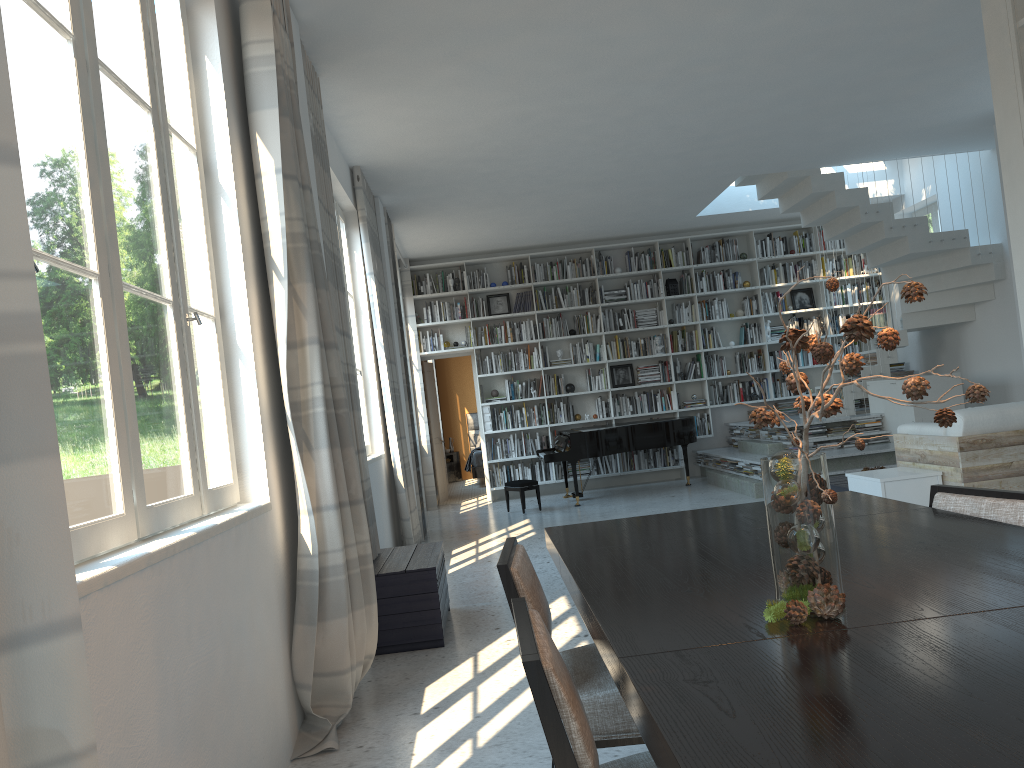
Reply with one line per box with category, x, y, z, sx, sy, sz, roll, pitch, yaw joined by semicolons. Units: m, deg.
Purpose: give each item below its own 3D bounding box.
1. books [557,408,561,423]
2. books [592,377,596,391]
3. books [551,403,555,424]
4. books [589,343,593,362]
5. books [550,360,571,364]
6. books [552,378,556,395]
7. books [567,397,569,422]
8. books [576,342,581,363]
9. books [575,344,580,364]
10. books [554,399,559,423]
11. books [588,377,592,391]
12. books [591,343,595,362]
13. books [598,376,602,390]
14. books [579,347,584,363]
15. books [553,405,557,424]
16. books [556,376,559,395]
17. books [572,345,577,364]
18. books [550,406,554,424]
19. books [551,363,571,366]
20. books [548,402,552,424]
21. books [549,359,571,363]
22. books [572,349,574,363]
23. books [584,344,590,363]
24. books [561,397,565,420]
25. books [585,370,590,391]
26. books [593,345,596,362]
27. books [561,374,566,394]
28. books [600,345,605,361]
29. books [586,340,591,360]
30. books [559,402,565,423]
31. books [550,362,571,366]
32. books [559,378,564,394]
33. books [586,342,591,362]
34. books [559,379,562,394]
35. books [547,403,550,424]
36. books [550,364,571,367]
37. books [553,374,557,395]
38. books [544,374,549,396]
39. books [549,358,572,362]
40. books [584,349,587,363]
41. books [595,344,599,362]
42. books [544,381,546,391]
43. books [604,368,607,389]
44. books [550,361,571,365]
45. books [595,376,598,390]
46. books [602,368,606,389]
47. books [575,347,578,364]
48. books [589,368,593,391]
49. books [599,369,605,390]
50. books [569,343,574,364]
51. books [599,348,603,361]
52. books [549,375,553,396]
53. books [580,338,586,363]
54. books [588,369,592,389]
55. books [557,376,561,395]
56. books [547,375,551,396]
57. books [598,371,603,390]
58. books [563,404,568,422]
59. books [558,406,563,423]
books;0.609;0.413;11.585;0.024;0.196;0.157;-7;-1;-2
books;1.061;0.000;11.623;0.030;0.183;0.154;-7;-1;-2
books;0.532;0.383;11.571;0.012;0.272;0.181;-7;-1;-2
books;1.026;-0.405;11.612;0.023;0.260;0.170;-7;-1;-2
books;0.632;-0.284;11.604;0.254;0.012;0.161;-6;-2;-5
books;0.540;0.037;11.593;0.025;0.228;0.153;-7;-1;-2
books;0.727;0.333;11.585;0.050;0.328;0.166;-7;-1;-2
books;0.874;-0.401;11.603;0.012;0.286;0.167;-7;-1;-2
books;0.858;-0.389;11.614;0.022;0.267;0.151;-7;-1;-2
books;0.583;0.357;11.581;0.014;0.313;0.166;-7;-1;-2
books;1.011;0.003;11.606;0.025;0.186;0.154;-7;-1;-2
books;1.048;-0.405;11.633;0.022;0.256;0.152;-7;-1;-2
books;1.144;-0.013;11.616;0.024;0.188;0.172;-7;-1;-2
books;0.907;-0.373;11.620;0.048;0.224;0.149;-7;-1;-2
books;0.559;0.392;11.580;0.042;0.248;0.162;-7;-1;-2
books;0.585;0.023;11.595;0.014;0.244;0.153;-7;-1;-2
books;0.810;-0.374;11.598;0.030;0.247;0.174;-7;-1;-2
books;0.512;0.402;11.578;0.030;0.239;0.157;-7;-1;-2
books;0.636;-0.248;11.610;0.254;0.012;0.161;-7;-2;-2
books;0.488;0.383;11.581;0.013;0.283;0.146;-7;-1;-2
books;0.630;-0.296;11.607;0.285;0.012;0.159;-7;-2;0
books;0.790;-0.364;11.616;0.010;0.232;0.154;-7;-1;-2
books;0.979;-0.393;11.610;0.028;0.247;0.170;-7;-1;-2
books;0.666;0.335;11.607;0.013;0.339;0.138;-7;-1;-2
books;0.987;-0.043;11.611;0.012;0.285;0.159;-7;-1;-2
books;1.074;-0.390;11.634;0.026;0.219;0.150;-7;-1;-2
books;0.670;0.003;11.606;0.028;0.266;0.144;-7;-1;-2
books;1.187;-0.402;11.635;0.026;0.217;0.126;-7;-1;-2
books;1.007;-0.424;11.611;0.011;0.300;0.178;-7;-1;-2
books;0.652;0.371;11.580;0.027;0.269;0.185;-7;-1;-2
books;0.634;-0.260;11.602;0.254;0.012;0.161;-6;-2;-6
books;0.646;0.030;11.589;0.028;0.216;0.175;-7;-1;-2
books;0.998;-0.405;11.601;0.012;0.265;0.193;-7;-1;-2
books;0.627;0.037;11.592;0.011;0.208;0.180;-7;-1;-2
books;0.475;0.388;11.590;0.013;0.275;0.147;-7;-1;-2
books;0.637;-0.236;11.606;0.285;0.012;0.159;-6;-2;-4
books;0.564;0.010;11.573;0.026;0.274;0.190;-7;-1;-2
books;0.450;0.018;11.589;0.025;0.284;0.145;-7;-1;-2
books;0.629;-0.308;11.602;0.285;0.012;0.159;-6;-2;-6
books;0.955;-0.361;11.628;0.025;0.189;0.140;-7;-1;-2
books;1.117;-0.399;11.612;0.060;0.227;0.179;-7;-1;-2
books;0.420;0.022;11.597;0.012;0.285;0.159;-7;-1;-2
books;1.212;-0.068;11.609;0.021;0.281;0.162;-7;-1;-2
books;0.633;-0.272;11.600;0.254;0.012;0.161;-6;-2;-7
books;1.105;-0.008;11.610;0.057;0.188;0.156;-7;-1;-2
books;1.196;-0.065;11.606;0.011;0.279;0.187;-7;-1;-2
books;0.837;-0.366;11.628;0.024;0.227;0.137;-7;-1;-2
books;1.034;-0.055;11.617;0.012;0.298;0.166;-7;-1;-2
books;1.177;-0.058;11.614;0.027;0.269;0.178;-7;-1;-2
books;0.777;-0.389;11.603;0.012;0.285;0.159;-7;-1;-2
books;1.163;-0.381;11.631;0.027;0.181;0.142;-7;-1;-2
books;0.507;0.022;11.589;0.036;0.263;0.166;-7;-1;-2
books;0.930;-0.429;11.614;0.010;0.329;0.173;-7;-1;-2
books;1.023;-0.051;11.620;0.011;0.291;0.156;-7;-1;-2
books;0.605;0.020;11.612;0.028;0.247;0.142;-7;-1;-2
books;0.476;0.020;11.595;0.026;0.275;0.154;-7;-1;-2
books;1.159;-0.043;11.606;0.012;0.244;0.171;-7;-1;-2
books;0.693;0.381;11.599;0.029;0.241;0.135;-7;-1;-2
books;0.631;0.401;11.582;0.021;0.215;0.172;-7;-1;-2
